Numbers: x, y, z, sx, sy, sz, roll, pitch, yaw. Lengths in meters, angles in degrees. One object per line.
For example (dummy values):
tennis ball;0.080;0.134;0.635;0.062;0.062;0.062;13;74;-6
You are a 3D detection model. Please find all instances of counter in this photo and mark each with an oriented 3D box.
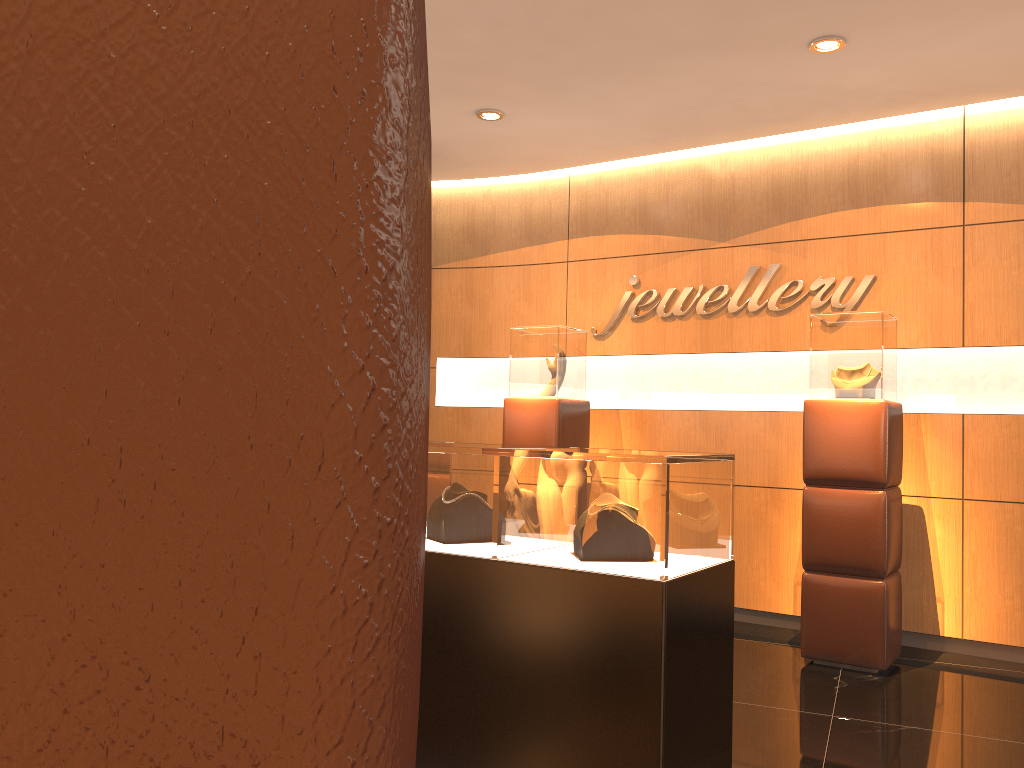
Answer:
counter;-0.427;0.824;3.579;2.514;1.173;0.615;0;-3;33

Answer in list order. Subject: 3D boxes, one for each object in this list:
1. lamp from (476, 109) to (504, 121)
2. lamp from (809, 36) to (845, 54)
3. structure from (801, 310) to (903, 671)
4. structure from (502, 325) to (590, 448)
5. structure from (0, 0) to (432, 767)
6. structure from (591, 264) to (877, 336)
lamp;-0.141;-1.763;5.731;0.176;0.068;0.176;0;-3;28
lamp;1.622;-1.771;4.564;0.176;0.068;0.176;0;-3;28
structure;1.979;0.583;5.143;0.484;1.968;0.498;0;-3;33
structure;0.241;0.606;6.292;0.484;2.000;0.498;0;-3;33
structure;-0.304;0.315;0.443;0.498;2.000;0.484;2;-3;-9
structure;1.466;-0.589;6.217;2.050;0.442;0.034;0;-3;33
